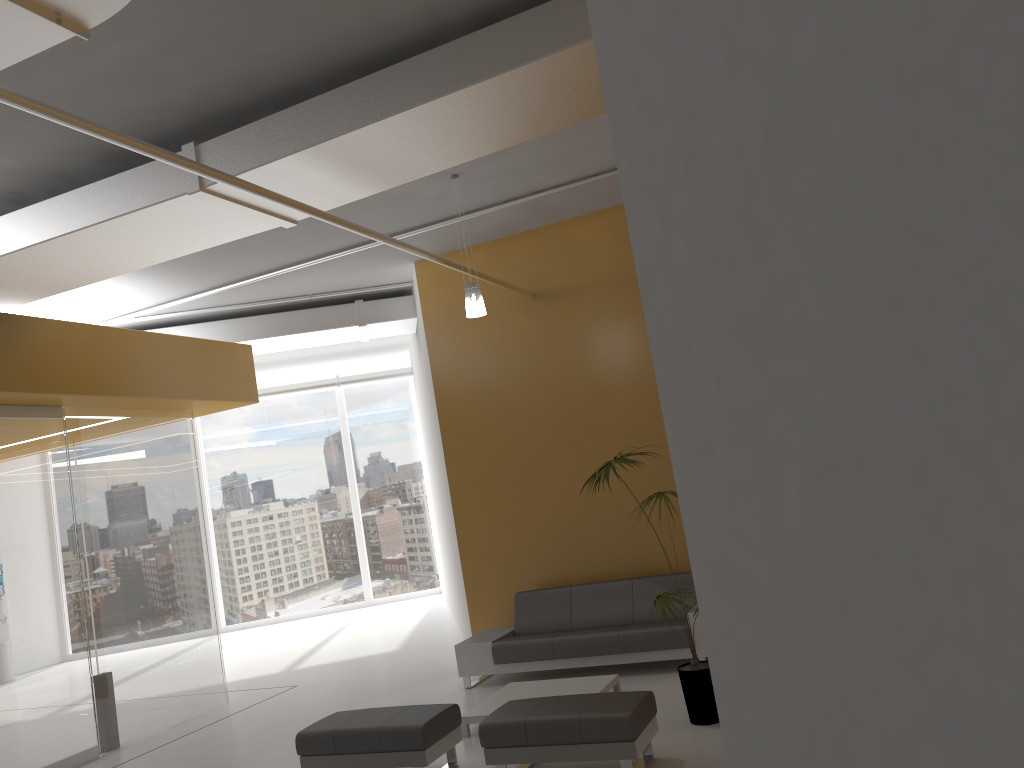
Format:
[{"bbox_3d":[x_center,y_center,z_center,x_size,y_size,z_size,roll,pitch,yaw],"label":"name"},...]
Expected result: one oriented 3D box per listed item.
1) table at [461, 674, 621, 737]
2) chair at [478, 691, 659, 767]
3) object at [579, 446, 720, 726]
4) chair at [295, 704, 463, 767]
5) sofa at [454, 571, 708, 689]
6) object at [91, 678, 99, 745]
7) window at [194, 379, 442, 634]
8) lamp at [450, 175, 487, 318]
[{"bbox_3d":[0.252,2.561,7.087,1.000,0.150,1.000,-12,-7,22],"label":"table"},{"bbox_3d":[0.375,2.223,5.570,1.012,0.423,0.575,-12,-7,22],"label":"chair"},{"bbox_3d":[1.105,1.407,6.313,0.912,1.956,1.222,-6,-7,-27],"label":"object"},{"bbox_3d":[-0.898,2.498,6.108,1.012,0.423,0.575,-12,-7,22],"label":"chair"},{"bbox_3d":[0.685,2.334,8.419,2.400,0.761,0.860,-12,-7,22],"label":"sofa"},{"bbox_3d":[-3.886,3.125,8.452,0.124,0.706,0.152,-11,-7,17],"label":"object"},{"bbox_3d":[-4.525,2.341,17.342,8.533,4.498,0.100,-8,-7,-8],"label":"window"},{"bbox_3d":[-0.396,-1.174,7.497,0.174,1.227,0.174,-6,-7,-27],"label":"lamp"}]
